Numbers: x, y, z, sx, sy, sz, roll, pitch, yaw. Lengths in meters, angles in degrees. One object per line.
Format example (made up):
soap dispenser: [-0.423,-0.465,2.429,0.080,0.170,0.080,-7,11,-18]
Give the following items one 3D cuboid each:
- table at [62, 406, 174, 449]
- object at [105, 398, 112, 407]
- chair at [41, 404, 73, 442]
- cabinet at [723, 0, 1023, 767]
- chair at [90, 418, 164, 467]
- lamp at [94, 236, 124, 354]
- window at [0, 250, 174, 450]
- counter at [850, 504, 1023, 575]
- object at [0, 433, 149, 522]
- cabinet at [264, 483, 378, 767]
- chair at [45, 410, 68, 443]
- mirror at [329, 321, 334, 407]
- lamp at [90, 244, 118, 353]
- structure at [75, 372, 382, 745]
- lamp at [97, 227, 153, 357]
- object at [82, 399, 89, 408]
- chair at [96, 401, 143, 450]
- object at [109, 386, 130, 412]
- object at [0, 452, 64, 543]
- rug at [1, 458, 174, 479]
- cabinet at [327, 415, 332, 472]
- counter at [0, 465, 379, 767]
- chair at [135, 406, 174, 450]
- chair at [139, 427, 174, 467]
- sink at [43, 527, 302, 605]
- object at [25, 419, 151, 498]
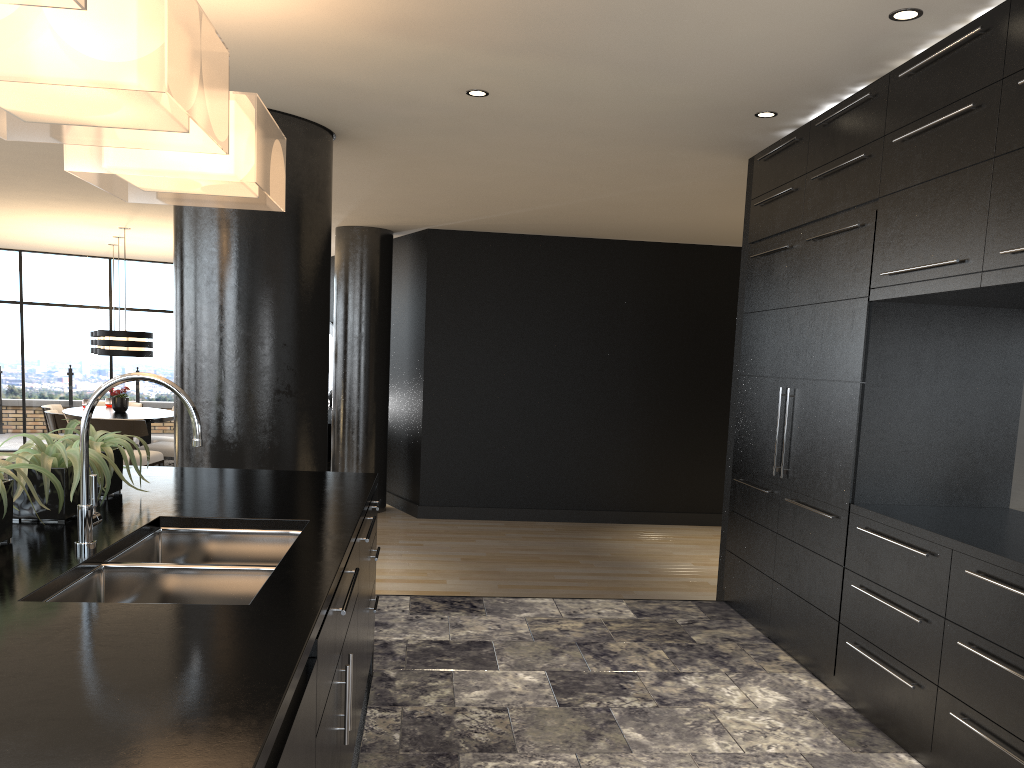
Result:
table: [-4.503,0.706,10.172,1.209,0.775,2.090,1,3,-26]
object: [-4.945,0.227,10.842,0.095,0.107,0.095,5,5,28]
chair: [-5.116,0.658,10.267,0.616,0.814,0.637,1,5,-18]
cabinet: [1.878,0.108,2.176,0.729,2.544,5.683,2,2,-6]
chair: [-4.007,0.739,9.088,0.642,0.814,0.611,3,5,1]
lamp: [-4.455,-0.997,10.012,0.535,1.341,0.530,-1,7,-29]
window: [-5.732,-1.234,4.891,10.130,4.826,15.765,2,2,-19]
counter: [1.883,0.565,2.235,0.730,0.034,2.839,2,2,-6]
object: [-1.306,0.245,2.444,0.405,0.241,0.395,4,3,19]
cabinet: [-1.012,0.943,2.103,1.180,1.046,3.091,2,2,-6]
chair: [-4.686,0.697,9.525,0.615,0.814,0.637,-1,6,-35]
mirror: [-2.313,-0.244,11.110,0.025,1.087,1.067,-1,6,-28]
lamp: [-4.870,-1.037,10.801,0.535,1.341,0.530,-1,7,-29]
structure: [-0.699,0.492,2.076,0.656,1.026,2.755,2,2,-6]
lamp: [-4.041,-0.957,9.223,0.535,1.341,0.530,-1,7,-29]
object: [-5.019,0.235,10.416,0.095,0.107,0.094,1,5,-17]
chair: [-5.011,0.641,11.092,0.643,0.814,0.610,2,5,-7]
object: [-4.497,0.171,10.106,0.229,0.301,0.235,0,5,-26]
object: [-1.290,0.269,2.014,0.397,0.219,0.404,3,3,19]
rug: [-4.536,1.084,10.280,2.717,0.011,3.694,2,2,-28]
cabinet: [-2.499,0.776,10.886,0.610,0.773,2.220,0,3,-28]
counter: [-0.989,0.407,2.038,1.180,0.032,3.091,2,2,-6]
chair: [-4.171,0.687,10.743,0.615,0.814,0.638,-2,7,-42]
chair: [-3.835,0.721,10.025,0.616,0.814,0.637,3,5,0]
sink: [-0.759,0.511,2.116,0.461,0.161,0.915,2,2,-6]
object: [-1.320,0.234,2.852,0.397,0.241,0.404,4,3,19]
